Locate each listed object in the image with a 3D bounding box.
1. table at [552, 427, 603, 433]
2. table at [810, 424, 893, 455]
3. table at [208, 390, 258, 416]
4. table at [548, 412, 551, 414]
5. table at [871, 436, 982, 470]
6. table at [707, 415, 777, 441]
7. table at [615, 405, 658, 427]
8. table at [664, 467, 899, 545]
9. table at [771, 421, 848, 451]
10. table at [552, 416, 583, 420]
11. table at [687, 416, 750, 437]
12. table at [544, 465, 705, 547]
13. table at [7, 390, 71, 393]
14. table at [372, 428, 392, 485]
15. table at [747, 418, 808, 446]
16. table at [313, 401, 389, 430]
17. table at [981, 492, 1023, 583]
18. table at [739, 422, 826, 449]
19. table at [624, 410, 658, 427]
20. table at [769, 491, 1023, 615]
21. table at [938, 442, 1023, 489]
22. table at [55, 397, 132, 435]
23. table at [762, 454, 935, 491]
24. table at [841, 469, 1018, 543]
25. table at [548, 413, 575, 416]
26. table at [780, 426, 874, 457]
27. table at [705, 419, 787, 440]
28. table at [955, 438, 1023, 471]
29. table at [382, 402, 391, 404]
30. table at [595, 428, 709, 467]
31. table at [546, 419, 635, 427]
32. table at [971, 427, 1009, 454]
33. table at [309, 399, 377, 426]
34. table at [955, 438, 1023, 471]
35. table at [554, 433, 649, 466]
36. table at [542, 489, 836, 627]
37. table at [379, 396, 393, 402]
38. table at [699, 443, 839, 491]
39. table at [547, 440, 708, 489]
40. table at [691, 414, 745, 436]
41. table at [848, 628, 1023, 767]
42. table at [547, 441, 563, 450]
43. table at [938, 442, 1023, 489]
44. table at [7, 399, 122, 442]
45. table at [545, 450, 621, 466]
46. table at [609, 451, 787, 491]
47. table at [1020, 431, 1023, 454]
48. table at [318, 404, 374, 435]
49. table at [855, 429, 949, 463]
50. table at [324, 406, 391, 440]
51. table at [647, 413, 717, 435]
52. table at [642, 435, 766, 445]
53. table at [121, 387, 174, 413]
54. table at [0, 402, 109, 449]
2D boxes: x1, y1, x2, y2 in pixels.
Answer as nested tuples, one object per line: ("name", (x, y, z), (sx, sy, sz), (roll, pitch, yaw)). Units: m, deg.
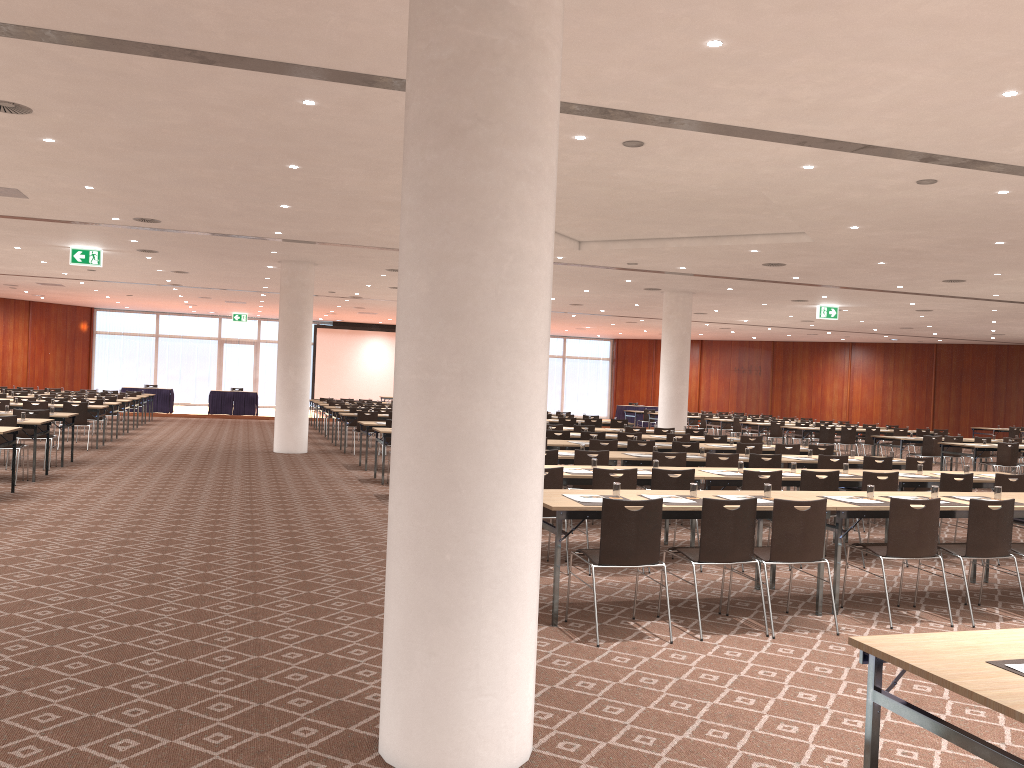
("table", (0.499, 1.250, 17.047), (2.267, 0.833, 0.953), (2, 0, -17))
("table", (9.802, 1.639, 25.595), (2.267, 0.833, 0.953), (2, 0, -17))
("table", (-9.851, 0.673, 31.384), (1.712, 0.832, 1.041), (2, 0, -17))
("table", (-0.063, 1.217, 26.797), (2.267, 0.833, 0.953), (2, 0, -17))
("table", (9.213, 1.620, 19.674), (2.267, 0.833, 0.953), (2, 0, -17))
("table", (8.076, 1.560, 31.339), (2.267, 0.833, 0.953), (2, 0, -17))
("table", (5.142, 1.308, 35.905), (1.712, 0.832, 1.041), (2, 0, -17))
("table", (2.801, 1.356, 9.388), (2.267, 0.833, 0.953), (2, 0, -17))
("table", (9.227, 1.613, 27.510), (2.267, 0.833, 0.953), (2, 0, -17))
("table", (1.088, 1.270, 22.968), (2.267, 0.833, 0.953), (2, 0, -17))
("table", (6.480, 1.494, 28.770), (2.267, 0.833, 0.953), (2, 0, -17))
("table", (0.630, 1.264, 8.733), (2.267, 0.833, 0.953), (2, 0, -17))
("table", (-14.424, 0.604, 26.644), (2.267, 0.833, 0.953), (2, 0, -17))
("table", (-1.097, 1.185, 14.477), (2.267, 0.833, 0.953), (2, 0, -17))
("table", (8.651, 1.586, 29.425), (2.267, 0.833, 0.953), (2, 0, -17))
("table", (-4.982, 1.007, 27.402), (2.267, 0.833, 0.953), (2, 0, -17))
("table", (5.549, 1.474, 8.128), (2.267, 0.833, 0.953), (2, 0, -17))
("table", (7.631, 1.547, 24.940), (2.267, 0.833, 0.953), (2, 0, -17))
("table", (5.328, 1.442, 32.599), (2.267, 0.833, 0.953), (2, 0, -17))
("table", (3.377, 1.382, 7.473), (2.267, 0.833, 0.953), (2, 0, -17))
("table", (9.789, 1.646, 17.759), (2.267, 0.833, 0.953), (2, 0, -17))
("table", (-10.525, 0.776, 21.554), (2.267, 0.833, 0.953), (2, 0, -17))
("table", (4.398, 1.421, 11.957), (2.267, 0.833, 0.953), (2, 0, -17))
("table", (4.973, 1.448, 10.042), (2.267, 0.833, 0.953), (2, 0, -17))
("table", (0.513, 1.243, 24.882), (2.267, 0.833, 0.953), (2, 0, -17))
("table", (8.206, 1.573, 23.025), (2.267, 0.833, 0.953), (2, 0, -17))
("table", (7.055, 1.521, 26.855), (2.267, 0.833, 0.953), (2, 0, -17))
("table", (11.385, 1.712, 20.329), (2.267, 0.833, 0.953), (2, 0, -17))
("table", (-3.385, 1.072, 29.972), (2.267, 0.833, 0.953), (2, 0, -17))
("table", (2.671, 1.342, 17.702), (2.267, 0.833, 0.953), (2, 0, -17))
("table", (1.664, 1.296, 21.053), (2.267, 0.833, 0.953), (2, 0, -17))
("table", (16.656, 1.928, 29.750), (2.267, 0.833, 0.953), (2, 0, -17))
("table", (-5.557, 0.980, 29.317), (2.267, 0.833, 0.953), (2, 0, -17))
("table", (11.385, 1.712, 20.329), (2.267, 0.833, 0.953), (2, 0, -17))
("table", (1.075, 1.277, 15.132), (2.267, 0.833, 0.953), (2, 0, -17))
("table", (1.205, 1.290, 6.818), (2.267, 0.833, 0.953), (2, 0, -17))
("table", (-4.132, 0.915, 33.126), (1.540, 0.832, 0.953), (2, 0, -17))
("table", (3.822, 1.395, 13.872), (2.267, 0.833, 0.953), (2, 0, -17))
("table", (1.650, 1.303, 13.217), (2.267, 0.833, 0.953), (2, 0, -17))
("table", (7.500, 1.534, 33.254), (2.267, 0.833, 0.953), (2, 0, -17))
("table", (2.369, 1.343, 2.947), (2.267, 0.833, 0.953), (2, 0, -17))
("table", (-0.521, 1.211, 12.562), (2.267, 0.833, 0.953), (2, 0, -17))
("table", (9.789, 1.646, 17.759), (2.267, 0.833, 0.953), (2, 0, -17))
("table", (-9.950, 0.802, 19.639), (2.267, 0.833, 0.953), (2, 0, -17))
("table", (0.054, 1.237, 10.648), (2.267, 0.833, 0.953), (2, 0, -17))
("table", (2.226, 1.329, 11.302), (2.267, 0.833, 0.953), (2, 0, -17))
("table", (17.232, 1.954, 27.835), (2.267, 0.833, 0.953), (2, 0, -17))
("table", (-4.406, 1.033, 25.488), (2.267, 0.833, 0.953), (2, 0, -17))
("table", (10.378, 1.666, 23.680), (2.267, 0.833, 0.953), (2, 0, -17))
("table", (-3.831, 1.059, 23.573), (2.267, 0.833, 0.953), (2, 0, -17))
("table", (5.904, 1.468, 30.685), (2.267, 0.833, 0.953), (2, 0, -17))
("table", (3.247, 1.369, 15.787), (2.267, 0.833, 0.953), (2, 0, -17))
("table", (-12.572, 0.557, 30.564), (1.712, 0.832, 1.041), (2, 0, -17))
("table", (-9.374, 0.828, 17.725), (2.267, 0.833, 0.953), (2, 0, -17))
